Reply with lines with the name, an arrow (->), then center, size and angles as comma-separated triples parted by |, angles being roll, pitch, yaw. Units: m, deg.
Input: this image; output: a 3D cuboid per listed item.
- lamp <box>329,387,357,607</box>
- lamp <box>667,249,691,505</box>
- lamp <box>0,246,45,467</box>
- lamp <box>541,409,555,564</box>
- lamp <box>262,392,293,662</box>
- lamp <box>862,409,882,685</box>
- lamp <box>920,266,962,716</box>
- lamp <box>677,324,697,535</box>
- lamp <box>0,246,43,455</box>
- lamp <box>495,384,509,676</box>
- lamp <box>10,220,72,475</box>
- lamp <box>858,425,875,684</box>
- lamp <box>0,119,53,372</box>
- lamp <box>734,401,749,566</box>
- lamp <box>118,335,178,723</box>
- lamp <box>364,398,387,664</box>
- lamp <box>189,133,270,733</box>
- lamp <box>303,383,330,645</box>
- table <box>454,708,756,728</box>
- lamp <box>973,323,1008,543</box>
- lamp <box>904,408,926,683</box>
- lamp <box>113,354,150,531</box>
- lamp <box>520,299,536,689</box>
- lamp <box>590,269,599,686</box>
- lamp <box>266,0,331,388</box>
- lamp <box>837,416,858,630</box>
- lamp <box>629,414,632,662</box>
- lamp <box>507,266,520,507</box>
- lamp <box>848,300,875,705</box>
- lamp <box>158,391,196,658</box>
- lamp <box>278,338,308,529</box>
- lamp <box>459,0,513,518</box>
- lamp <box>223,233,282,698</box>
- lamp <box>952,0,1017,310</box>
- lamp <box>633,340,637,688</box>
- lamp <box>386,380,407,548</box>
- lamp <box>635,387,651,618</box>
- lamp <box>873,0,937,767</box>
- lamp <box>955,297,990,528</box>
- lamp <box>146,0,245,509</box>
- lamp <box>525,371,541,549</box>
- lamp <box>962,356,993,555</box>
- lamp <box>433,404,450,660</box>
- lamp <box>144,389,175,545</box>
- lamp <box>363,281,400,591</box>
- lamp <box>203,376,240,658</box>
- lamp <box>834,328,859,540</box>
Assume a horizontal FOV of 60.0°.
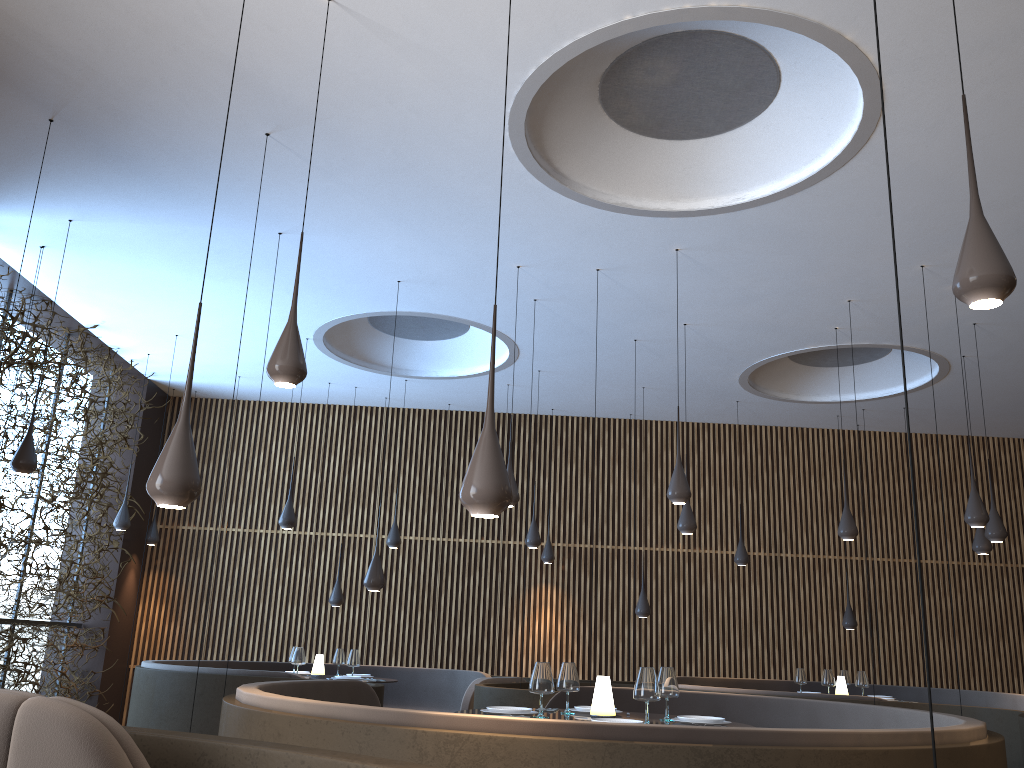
lamp -> -2.216, 1.459, 11.852 | 0.196, 2.941, 0.197 | 7, -16, -16
lamp -> 1.389, -0.103, 7.417 | 0.196, 2.209, 0.197 | -8, -18, 32
lamp -> -4.389, 0.145, 7.800 | 0.196, 2.941, 0.197 | -8, -18, 32
lamp -> 0.545, 1.432, 12.631 | 0.196, 2.209, 0.197 | 7, -16, -16
lamp -> -3.179, 3.043, 11.526 | 0.196, 6.233, 0.197 | 7, -16, -16
lamp -> 4.734, 3.356, 11.440 | 0.196, 6.233, 0.197 | -1, -16, 13
lamp -> 3.491, 1.962, 6.993 | 0.196, 6.233, 0.197 | -8, -18, 32
lamp -> 1.793, 0.431, 9.131 | 0.196, 2.209, 0.197 | -8, -18, 32
lamp -> -4.486, 1.735, 7.375 | 0.196, 6.233, 0.197 | -4, -17, 23
lamp -> -0.180, 3.012, 10.998 | 0.196, 6.233, 0.197 | -1, -16, 13
lamp -> -3.858, -0.346, 7.356 | 0.196, 2.209, 0.197 | -8, -18, 32
lamp -> 4.973, 3.607, 12.241 | 0.196, 6.233, 0.197 | -4, -17, 23
lamp -> -3.334, 1.170, 5.333 | 0.196, 6.233, 0.197 | 10, -17, -25
lamp -> 3.042, 1.303, 11.849 | 0.196, 2.209, 0.197 | 10, -17, -25
lamp -> -4.082, 2.429, 9.619 | 0.196, 6.233, 0.197 | -4, -17, 23
lamp -> -1.934, 3.201, 11.877 | 0.196, 6.233, 0.197 | -1, -16, 13
lamp -> -1.846, 1.251, 5.391 | 0.196, 6.233, 0.196 | -12, -21, 42
lamp -> -2.620, 2.988, 11.267 | 0.196, 6.233, 0.197 | -1, -16, 13
table -> 0.486, 2.364, 4.817 | 1.672, 1.017, 1.684 | 0, -17, 8
lamp -> 4.686, 0.448, 8.778 | 0.196, 2.209, 0.197 | 4, -16, -6
lamp -> 5.227, 3.328, 11.279 | 0.196, 6.233, 0.197 | -1, -16, 13
lamp -> -4.634, 0.688, 10.899 | 0.196, 2.209, 0.197 | -4, -17, 23
lamp -> 0.104, 2.154, 8.112 | 0.196, 6.233, 0.197 | -8, -18, 32
lamp -> 0.662, 1.948, 7.350 | 0.196, 6.233, 0.197 | -8, -18, 32
lamp -> -1.052, -1.057, 4.586 | 0.196, 2.209, 0.197 | 4, -16, -6
lamp -> 4.584, 1.870, 12.246 | 0.196, 2.941, 0.197 | 7, -16, -16
lamp -> 1.617, 3.451, 12.201 | 0.196, 6.233, 0.197 | -1, -16, 13
lamp -> 0.012, -0.016, 7.889 | 0.196, 2.209, 0.197 | -8, -18, 32
lamp -> 3.154, 2.192, 7.804 | 0.196, 6.233, 0.197 | -8, -18, 32
lamp -> -4.695, 3.113, 11.976 | 0.196, 6.233, 0.197 | -4, -17, 23
lamp -> -2.441, 0.535, 10.080 | 0.196, 2.209, 0.197 | 7, -16, -16
lamp -> -0.036, -0.942, 3.575 | 0.196, 2.941, 0.196 | 14, -19, -35
lamp -> -2.151, 1.691, 6.894 | 0.196, 6.233, 0.196 | -12, -21, 42
lamp -> 1.647, -1.332, 3.289 | 0.196, 2.209, 0.197 | 2, -15, 3
lamp -> 1.256, 2.509, 9.125 | 0.196, 6.233, 0.197 | -1, -16, 13
lamp -> -1.458, 1.013, 11.526 | 0.196, 2.209, 0.197 | 7, -16, -16
lamp -> 1.675, 1.463, 11.310 | 0.196, 2.941, 0.197 | 7, -16, -16
lamp -> 0.868, 0.315, 1.901 | 0.196, 6.233, 0.197 | 1, -15, 4
lamp -> 4.053, 0.167, 7.923 | 0.196, 2.209, 0.197 | -8, -18, 32
lamp -> -1.203, -0.960, 3.681 | 0.196, 2.941, 0.196 | -12, -21, 42
lamp -> 0.297, 0.898, 10.896 | 0.196, 2.209, 0.197 | 7, -16, -16
lamp -> 5.058, 0.749, 9.724 | 0.196, 2.209, 0.197 | 7, -16, -16
lamp -> -1.042, 3.297, 12.067 | 0.196, 6.233, 0.197 | -4, -17, 23
lamp -> -4.902, 1.141, 12.439 | 0.196, 2.209, 0.197 | -4, -17, 23
lamp -> -1.163, 0.417, 8.243 | 0.196, 2.941, 0.197 | 4, -16, -6
lamp -> -3.814, 2.903, 11.154 | 0.196, 6.233, 0.197 | -4, -17, 23
lamp -> 3.374, 0.478, 9.062 | 0.196, 2.209, 0.197 | -8, -18, 32
